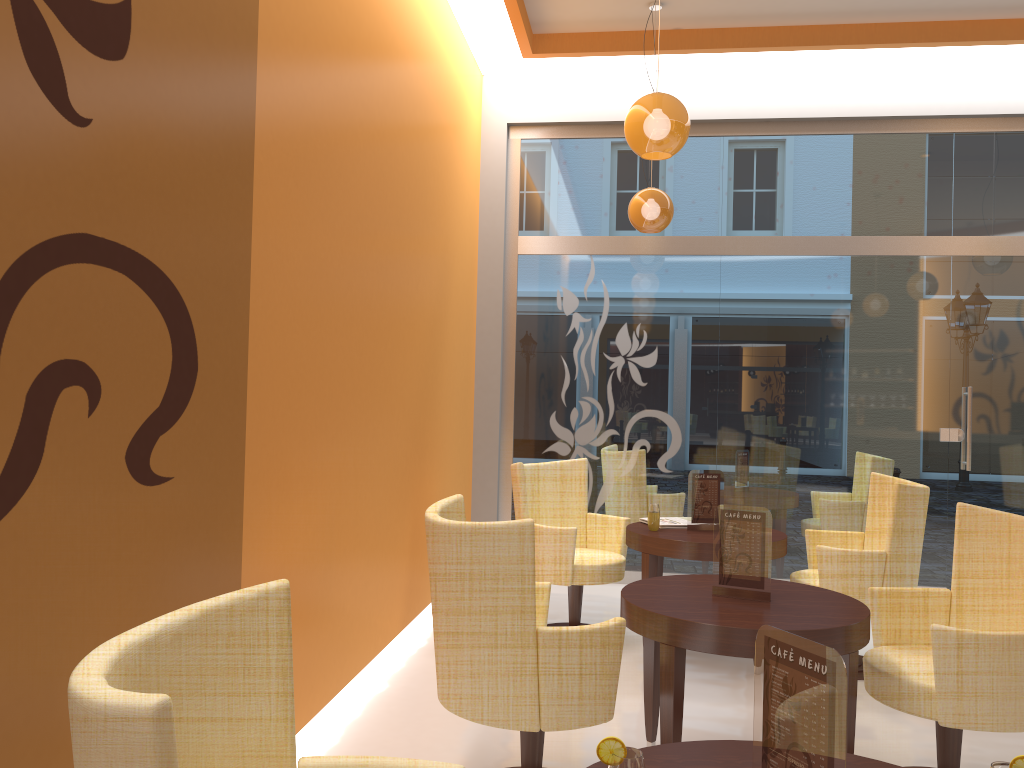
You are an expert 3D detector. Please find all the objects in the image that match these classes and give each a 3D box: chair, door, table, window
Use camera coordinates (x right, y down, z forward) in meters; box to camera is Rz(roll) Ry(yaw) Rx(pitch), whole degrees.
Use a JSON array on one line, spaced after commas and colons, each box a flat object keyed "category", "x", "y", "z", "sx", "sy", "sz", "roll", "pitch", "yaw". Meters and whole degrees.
[{"category": "chair", "x": 0.030, "y": 0.927, "z": 3.077, "sx": 0.685, "sy": 1.017, "sz": 0.729, "roll": 2, "pitch": -1, "yaw": -24}, {"category": "door", "x": 3.976, "y": 0.338, "z": 6.311, "sx": 1.640, "sy": 2.499, "sz": 0.020, "roll": 1, "pitch": -1, "yaw": 8}, {"category": "chair", "x": -0.325, "y": 0.891, "z": 1.404, "sx": 0.685, "sy": 1.017, "sz": 0.729, "roll": 2, "pitch": -1, "yaw": -4}, {"category": "table", "x": 0.825, "y": 1.119, "z": 3.220, "sx": 0.872, "sy": 0.679, "sz": 0.874, "roll": 1, "pitch": -1, "yaw": 45}, {"category": "table", "x": 0.467, "y": 1.081, "z": 1.422, "sx": 0.872, "sy": 0.679, "sz": 0.874, "roll": 1, "pitch": -1, "yaw": 40}, {"category": "chair", "x": 1.625, "y": 0.970, "z": 3.187, "sx": 0.685, "sy": 1.017, "sz": 0.729, "roll": 1, "pitch": -1, "yaw": 5}, {"category": "chair", "x": 0.340, "y": 0.970, "z": 5.279, "sx": 0.685, "sy": 1.017, "sz": 0.729, "roll": 1, "pitch": -1, "yaw": 40}, {"category": "table", "x": 1.064, "y": 1.152, "z": 4.915, "sx": 0.874, "sy": 0.679, "sz": 0.872, "roll": 2, "pitch": -1, "yaw": -35}, {"category": "chair", "x": 1.843, "y": 1.000, "z": 4.732, "sx": 0.685, "sy": 1.017, "sz": 0.729, "roll": 1, "pitch": -1, "yaw": 11}, {"category": "window", "x": 3.989, "y": -0.162, "z": 6.319, "sx": 8.200, "sy": 3.380, "sz": 0.040, "roll": 1, "pitch": -1, "yaw": 8}]

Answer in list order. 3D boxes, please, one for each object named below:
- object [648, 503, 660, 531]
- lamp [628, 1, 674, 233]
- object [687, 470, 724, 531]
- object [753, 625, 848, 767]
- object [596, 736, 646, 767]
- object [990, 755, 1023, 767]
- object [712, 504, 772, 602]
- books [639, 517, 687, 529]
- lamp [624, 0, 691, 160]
[{"category": "object", "x": 0.778, "y": 0.730, "z": 4.865, "sx": 0.067, "sy": 0.148, "sz": 0.067, "roll": 1, "pitch": -1, "yaw": 32}, {"category": "lamp", "x": 0.926, "y": -1.749, "z": 5.823, "sx": 0.299, "sy": 1.500, "sz": 0.299, "roll": 1, "pitch": -1, "yaw": 8}, {"category": "object", "x": 1.077, "y": 0.645, "z": 4.923, "sx": 0.209, "sy": 0.335, "sz": 0.042, "roll": 2, "pitch": -1, "yaw": -9}, {"category": "object", "x": 0.356, "y": 0.556, "z": 0.483, "sx": 0.187, "sy": 0.335, "sz": 2.090, "roll": 1, "pitch": -1, "yaw": 4}, {"category": "object", "x": 0.180, "y": 0.648, "z": 1.409, "sx": 0.072, "sy": 0.171, "sz": 0.067, "roll": 2, "pitch": -1, "yaw": -34}, {"category": "object", "x": 0.779, "y": 0.663, "z": 1.390, "sx": 0.072, "sy": 0.171, "sz": 0.067, "roll": 2, "pitch": -1, "yaw": -9}, {"category": "object", "x": 0.840, "y": 0.612, "z": 3.238, "sx": 0.209, "sy": 0.335, "sz": 0.042, "roll": 1, "pitch": -1, "yaw": 26}, {"category": "books", "x": 0.947, "y": 0.799, "z": 5.112, "sx": 0.339, "sy": 0.028, "sz": 0.273, "roll": 2, "pitch": -1, "yaw": -17}, {"category": "lamp", "x": 0.675, "y": -1.784, "z": 4.041, "sx": 0.299, "sy": 1.500, "sz": 0.299, "roll": 1, "pitch": -1, "yaw": 8}]
